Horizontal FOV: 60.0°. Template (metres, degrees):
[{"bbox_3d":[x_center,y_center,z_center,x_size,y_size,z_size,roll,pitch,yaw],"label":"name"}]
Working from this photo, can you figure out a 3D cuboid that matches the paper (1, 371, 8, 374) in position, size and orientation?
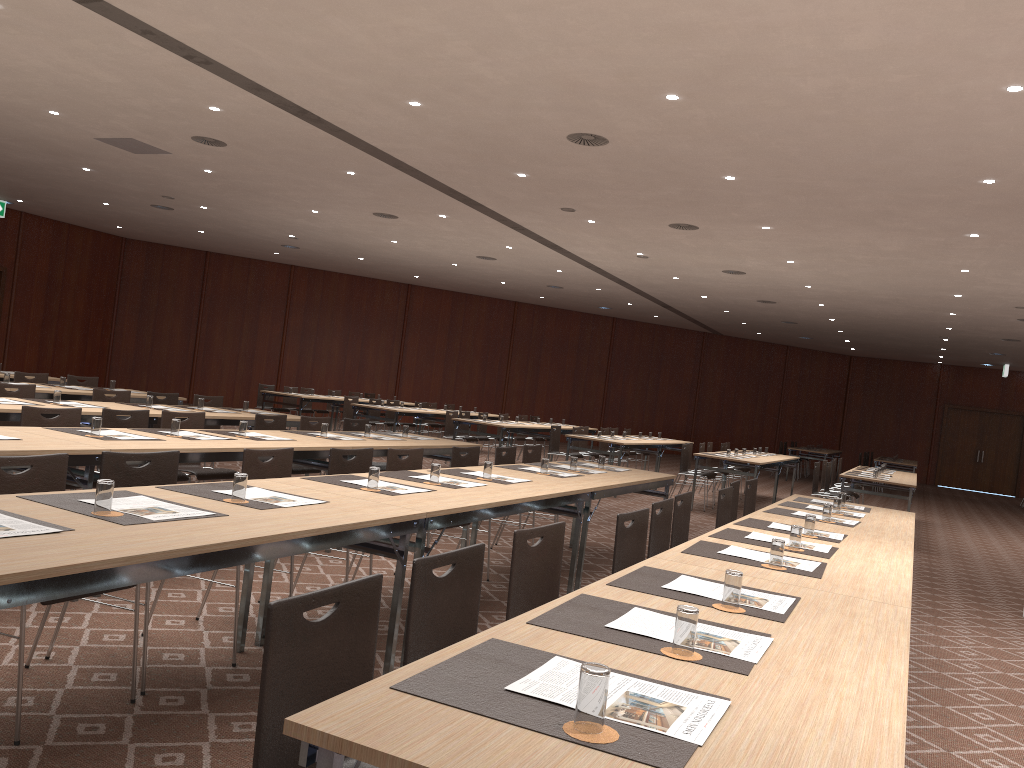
[{"bbox_3d":[-6.461,-0.148,11.270,0.565,0.003,0.460,7,0,26],"label":"paper"}]

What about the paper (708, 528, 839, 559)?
[{"bbox_3d":[1.311,0.790,4.423,0.565,0.003,0.460,7,0,26],"label":"paper"}]

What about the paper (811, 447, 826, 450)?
[{"bbox_3d":[8.658,1.820,25.056,0.398,0.006,0.284,7,0,24],"label":"paper"}]

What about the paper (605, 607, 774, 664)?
[{"bbox_3d":[0.482,0.671,2.393,0.398,0.006,0.284,7,0,25],"label":"paper"}]

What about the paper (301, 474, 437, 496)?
[{"bbox_3d":[-0.754,0.533,4.701,0.565,0.003,0.460,7,0,24],"label":"paper"}]

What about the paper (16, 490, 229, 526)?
[{"bbox_3d":[-1.403,0.443,3.215,0.565,0.003,0.460,7,0,27],"label":"paper"}]

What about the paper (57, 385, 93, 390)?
[{"bbox_3d":[-4.864,0.041,9.910,0.398,0.006,0.284,7,0,22],"label":"paper"}]

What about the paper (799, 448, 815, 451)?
[{"bbox_3d":[7.439,1.653,22.401,0.398,0.006,0.284,7,0,26],"label":"paper"}]

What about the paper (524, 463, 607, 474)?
[{"bbox_3d":[0.448,0.698,7.354,0.565,0.003,0.460,7,0,26],"label":"paper"}]

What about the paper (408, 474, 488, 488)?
[{"bbox_3d":[-0.381,0.579,5.311,0.398,0.006,0.284,7,0,24],"label":"paper"}]

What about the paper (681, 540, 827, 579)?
[{"bbox_3d":[1.059,0.755,3.850,0.565,0.003,0.460,7,0,23],"label":"paper"}]

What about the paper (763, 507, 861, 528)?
[{"bbox_3d":[2.000,0.885,5.901,0.565,0.003,0.460,7,0,28],"label":"paper"}]

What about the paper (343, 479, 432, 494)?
[{"bbox_3d":[-0.667,0.539,4.698,0.398,0.006,0.284,7,0,27],"label":"paper"}]

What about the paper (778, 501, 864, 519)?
[{"bbox_3d":[2.279,0.923,6.518,0.565,0.003,0.460,7,0,26],"label":"paper"}]

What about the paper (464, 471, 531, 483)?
[{"bbox_3d":[-0.107,0.616,5.896,0.398,0.006,0.284,7,0,25],"label":"paper"}]

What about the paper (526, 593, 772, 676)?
[{"bbox_3d":[0.384,0.663,2.397,0.565,0.003,0.460,7,0,23],"label":"paper"}]

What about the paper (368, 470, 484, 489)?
[{"bbox_3d":[-0.495,0.568,5.297,0.565,0.003,0.460,7,0,21],"label":"paper"}]

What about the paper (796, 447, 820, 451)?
[{"bbox_3d":[7.642,1.685,22.957,0.565,0.003,0.460,7,0,26],"label":"paper"}]

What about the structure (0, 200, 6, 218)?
[{"bbox_3d":[-10.775,-3.671,18.322,0.105,0.346,0.587,7,0,25],"label":"structure"}]

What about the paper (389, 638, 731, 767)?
[{"bbox_3d":[0.115,0.626,1.791,0.565,0.003,0.460,7,0,24],"label":"paper"}]

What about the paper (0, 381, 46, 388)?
[{"bbox_3d":[-5.204,-0.001,9.277,0.565,0.003,0.460,7,0,27],"label":"paper"}]

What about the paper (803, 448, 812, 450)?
[{"bbox_3d":[7.715,1.690,22.980,0.398,0.006,0.284,7,0,24],"label":"paper"}]

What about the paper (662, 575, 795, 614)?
[{"bbox_3d":[0.734,0.706,2.994,0.398,0.006,0.284,7,0,25],"label":"paper"}]

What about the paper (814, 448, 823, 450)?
[{"bbox_3d":[8.406,1.785,24.443,0.398,0.006,0.284,7,0,23],"label":"paper"}]

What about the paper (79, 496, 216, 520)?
[{"bbox_3d":[-1.328,0.449,3.231,0.398,0.006,0.284,7,0,27],"label":"paper"}]

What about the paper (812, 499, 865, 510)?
[{"bbox_3d":[2.613,0.964,7.114,0.398,0.006,0.284,7,0,24],"label":"paper"}]

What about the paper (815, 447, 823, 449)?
[{"bbox_3d":[8.908,1.855,25.645,0.398,0.006,0.284,7,0,23],"label":"paper"}]

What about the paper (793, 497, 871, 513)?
[{"bbox_3d":[2.556,0.961,7.071,0.565,0.003,0.460,7,0,24],"label":"paper"}]

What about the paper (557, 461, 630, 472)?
[{"bbox_3d":[0.742,0.738,7.951,0.565,0.003,0.460,7,0,23],"label":"paper"}]

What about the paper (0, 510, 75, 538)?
[{"bbox_3d":[-1.693,0.403,2.638,0.565,0.003,0.460,7,0,26],"label":"paper"}]

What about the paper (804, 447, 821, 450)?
[{"bbox_3d":[8.320,1.778,24.427,0.565,0.003,0.460,7,0,26],"label":"paper"}]

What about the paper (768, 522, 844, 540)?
[{"bbox_3d":[1.672,0.835,5.041,0.398,0.006,0.284,7,0,23],"label":"paper"}]

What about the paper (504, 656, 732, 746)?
[{"bbox_3d":[0.221,0.635,1.809,0.398,0.006,0.284,7,0,25],"label":"paper"}]

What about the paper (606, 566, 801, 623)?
[{"bbox_3d":[0.657,0.700,2.994,0.565,0.003,0.460,7,0,24],"label":"paper"}]

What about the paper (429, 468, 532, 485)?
[{"bbox_3d":[-0.205,0.608,5.852,0.565,0.003,0.460,7,0,23],"label":"paper"}]

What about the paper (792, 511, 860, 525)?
[{"bbox_3d":[2.088,0.892,5.912,0.398,0.006,0.284,7,0,29],"label":"paper"}]

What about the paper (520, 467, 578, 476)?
[{"bbox_3d":[0.278,0.669,6.785,0.398,0.006,0.284,7,0,26],"label":"paper"}]

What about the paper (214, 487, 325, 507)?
[{"bbox_3d":[-1.049,0.487,3.836,0.398,0.006,0.284,7,0,24],"label":"paper"}]

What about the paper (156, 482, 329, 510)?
[{"bbox_3d":[-1.153,0.478,3.826,0.565,0.003,0.460,7,0,24],"label":"paper"}]

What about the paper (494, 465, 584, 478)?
[{"bbox_3d":[0.212,0.665,6.769,0.565,0.003,0.460,7,0,26],"label":"paper"}]

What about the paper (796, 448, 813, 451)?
[{"bbox_3d":[7.382,1.649,22.356,0.565,0.003,0.460,7,0,26],"label":"paper"}]

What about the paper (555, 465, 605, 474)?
[{"bbox_3d":[0.560,0.708,7.385,0.398,0.006,0.284,7,0,26],"label":"paper"}]

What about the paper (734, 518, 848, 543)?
[{"bbox_3d":[1.588,0.828,5.039,0.565,0.003,0.460,7,0,27],"label":"paper"}]

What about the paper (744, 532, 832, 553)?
[{"bbox_3d":[1.399,0.798,4.482,0.398,0.006,0.284,7,0,24],"label":"paper"}]

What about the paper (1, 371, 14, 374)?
[{"bbox_3d":[-6.387,-0.143,11.330,0.398,0.006,0.284,7,0,26],"label":"paper"}]

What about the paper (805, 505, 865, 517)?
[{"bbox_3d":[2.375,0.931,6.507,0.398,0.006,0.284,7,0,25],"label":"paper"}]

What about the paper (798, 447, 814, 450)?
[{"bbox_3d":[7.908,1.722,23.558,0.565,0.003,0.460,7,0,26],"label":"paper"}]

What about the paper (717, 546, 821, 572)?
[{"bbox_3d":[1.126,0.760,3.877,0.398,0.006,0.284,7,0,27],"label":"paper"}]

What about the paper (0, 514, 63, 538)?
[{"bbox_3d":[-1.590,0.412,2.636,0.398,0.006,0.284,7,0,28],"label":"paper"}]

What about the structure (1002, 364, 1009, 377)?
[{"bbox_3d":[14.921,-0.400,26.798,0.105,0.346,0.587,7,0,25],"label":"structure"}]

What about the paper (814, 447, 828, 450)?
[{"bbox_3d":[8.853,1.852,25.638,0.565,0.003,0.460,7,0,24],"label":"paper"}]

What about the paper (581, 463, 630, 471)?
[{"bbox_3d":[0.832,0.745,7.967,0.398,0.006,0.284,7,0,22],"label":"paper"}]

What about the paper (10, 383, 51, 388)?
[{"bbox_3d":[-5.092,0.009,9.291,0.398,0.006,0.284,7,0,23],"label":"paper"}]
